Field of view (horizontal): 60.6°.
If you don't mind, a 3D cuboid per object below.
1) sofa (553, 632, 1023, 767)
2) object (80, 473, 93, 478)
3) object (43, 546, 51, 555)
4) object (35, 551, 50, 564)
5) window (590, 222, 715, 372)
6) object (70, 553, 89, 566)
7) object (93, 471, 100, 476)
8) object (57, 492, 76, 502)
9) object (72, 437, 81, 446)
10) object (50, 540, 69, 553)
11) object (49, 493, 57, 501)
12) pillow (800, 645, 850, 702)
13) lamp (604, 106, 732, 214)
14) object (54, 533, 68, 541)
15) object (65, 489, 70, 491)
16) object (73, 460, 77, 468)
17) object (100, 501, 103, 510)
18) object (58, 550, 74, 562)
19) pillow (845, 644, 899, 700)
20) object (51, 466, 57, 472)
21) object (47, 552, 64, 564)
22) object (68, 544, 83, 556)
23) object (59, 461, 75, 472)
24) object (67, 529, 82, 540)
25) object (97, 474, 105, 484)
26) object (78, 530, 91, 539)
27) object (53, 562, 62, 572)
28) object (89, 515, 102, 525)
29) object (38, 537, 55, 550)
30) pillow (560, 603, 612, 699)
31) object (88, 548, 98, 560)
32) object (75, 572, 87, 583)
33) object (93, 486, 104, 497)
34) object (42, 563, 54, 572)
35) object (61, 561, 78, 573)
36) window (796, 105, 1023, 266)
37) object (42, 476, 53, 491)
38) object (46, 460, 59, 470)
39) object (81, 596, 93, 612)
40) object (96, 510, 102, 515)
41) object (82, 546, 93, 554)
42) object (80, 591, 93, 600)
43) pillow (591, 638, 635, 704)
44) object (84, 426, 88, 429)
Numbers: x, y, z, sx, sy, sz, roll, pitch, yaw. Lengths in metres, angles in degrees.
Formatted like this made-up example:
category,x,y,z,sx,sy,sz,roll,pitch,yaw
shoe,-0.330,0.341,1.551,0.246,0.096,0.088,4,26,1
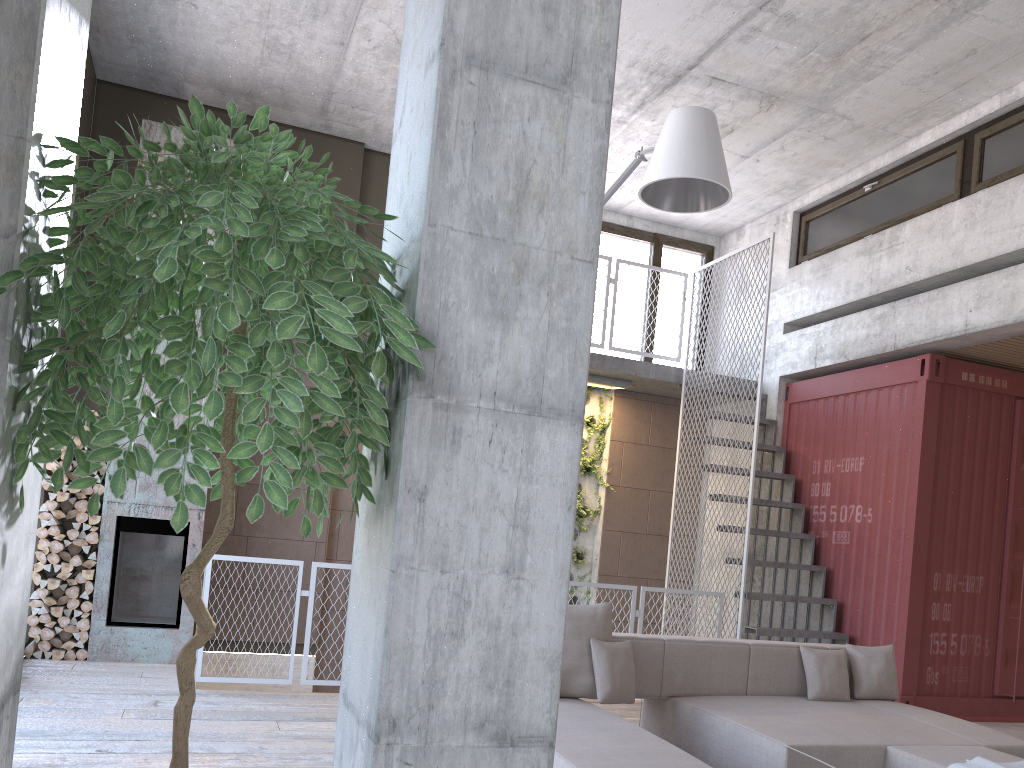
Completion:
category,x,y,z,sx,sy,sz,roll,pitch,yaw
sofa,1.530,1.827,4.351,3.015,0.777,3.036,8,-10,-19
object,-3.640,0.754,7.464,0.104,0.101,0.294,7,-9,-20
object,-3.819,1.366,7.220,0.045,0.072,0.253,7,-9,-20
object,-3.884,1.436,7.273,0.089,0.107,0.368,7,-9,-20
window,0.642,-1.017,9.848,3.587,1.736,0.110,8,-2,-20
object,-3.637,1.476,7.379,0.091,0.088,0.459,7,-10,-18
object,-3.531,0.748,7.429,0.067,0.084,0.428,7,-10,-21
object,-3.721,0.944,7.319,0.094,0.082,0.483,7,-10,-20
object,-3.633,0.488,7.361,0.094,0.082,0.483,7,-10,-20
object,-3.757,1.344,7.284,0.099,0.106,0.296,7,-9,-18
object,-3.794,0.943,7.295,0.067,0.066,0.426,7,-10,-20
pillow,2.041,1.888,5.679,0.372,0.356,0.187,7,-4,-20
lamp,0.256,0.546,5.184,0.762,3.394,2.632,6,-5,-32
object,-3.756,1.274,7.316,0.089,0.056,0.335,8,-10,-20
object,-3.660,0.884,7.366,0.115,0.078,0.438,8,-10,-20
object,-3.652,0.675,7.376,0.065,0.073,0.362,7,-10,-21
object,-3.508,1.011,7.405,0.089,0.107,0.368,7,-9,-20
object,-3.748,1.448,7.395,0.102,0.085,0.365,8,-10,-20
pillow,2.405,1.912,5.833,0.364,0.363,0.188,7,-3,-15
object,-3.759,0.716,7.236,0.045,0.072,0.253,7,-9,-20
object,-3.813,1.449,7.344,0.093,0.092,0.440,7,-10,-20
object,-3.700,1.404,7.448,0.104,0.101,0.294,7,-9,-20
object,-3.698,0.694,7.300,0.099,0.106,0.296,7,-9,-18
object,-3.669,1.261,7.369,0.091,0.088,0.458,7,-10,-21
object,-3.510,0.808,7.445,0.072,0.072,0.426,7,-10,-20
object,-3.613,1.265,7.420,0.067,0.070,0.426,7,-10,-20
object,-3.783,1.533,7.349,0.067,0.066,0.426,7,-10,-20
object,-3.520,1.149,7.439,0.094,0.082,0.483,7,-10,-20
object,-3.860,1.327,7.294,0.101,0.101,0.295,7,-9,-18
pillow,0.319,1.522,5.037,0.566,0.553,0.222,7,-3,-18
object,-3.542,1.438,7.431,0.067,0.084,0.428,7,-10,-21
object,-3.626,1.625,7.425,0.091,0.088,0.459,7,-10,-20
object,-3.485,0.902,7.426,0.101,0.101,0.295,7,-9,-18
object,-3.859,1.519,7.321,0.068,0.066,0.426,7,-10,-20
object,-3.711,1.533,7.373,0.094,0.082,0.483,7,-10,-20
window,4.428,-2.051,5.236,0.114,0.600,8.507,6,-10,-19
object,-3.845,0.827,7.282,0.064,0.124,0.366,6,-9,-21
object,-3.801,0.677,7.310,0.101,0.101,0.295,7,-9,-18
object,-3.584,1.867,7.437,0.092,0.091,0.440,7,-10,-20
object,-3.557,1.064,7.461,0.102,0.085,0.365,8,-10,-20
object,-3.590,1.399,7.413,0.067,0.084,0.428,7,-10,-21
object,-3.598,1.767,7.421,0.072,0.072,0.426,7,-10,-20
pillow,0.588,1.647,5.024,0.169,0.369,0.381,2,-6,44
object,-3.578,0.404,7.343,0.104,0.083,0.365,8,-10,-20
